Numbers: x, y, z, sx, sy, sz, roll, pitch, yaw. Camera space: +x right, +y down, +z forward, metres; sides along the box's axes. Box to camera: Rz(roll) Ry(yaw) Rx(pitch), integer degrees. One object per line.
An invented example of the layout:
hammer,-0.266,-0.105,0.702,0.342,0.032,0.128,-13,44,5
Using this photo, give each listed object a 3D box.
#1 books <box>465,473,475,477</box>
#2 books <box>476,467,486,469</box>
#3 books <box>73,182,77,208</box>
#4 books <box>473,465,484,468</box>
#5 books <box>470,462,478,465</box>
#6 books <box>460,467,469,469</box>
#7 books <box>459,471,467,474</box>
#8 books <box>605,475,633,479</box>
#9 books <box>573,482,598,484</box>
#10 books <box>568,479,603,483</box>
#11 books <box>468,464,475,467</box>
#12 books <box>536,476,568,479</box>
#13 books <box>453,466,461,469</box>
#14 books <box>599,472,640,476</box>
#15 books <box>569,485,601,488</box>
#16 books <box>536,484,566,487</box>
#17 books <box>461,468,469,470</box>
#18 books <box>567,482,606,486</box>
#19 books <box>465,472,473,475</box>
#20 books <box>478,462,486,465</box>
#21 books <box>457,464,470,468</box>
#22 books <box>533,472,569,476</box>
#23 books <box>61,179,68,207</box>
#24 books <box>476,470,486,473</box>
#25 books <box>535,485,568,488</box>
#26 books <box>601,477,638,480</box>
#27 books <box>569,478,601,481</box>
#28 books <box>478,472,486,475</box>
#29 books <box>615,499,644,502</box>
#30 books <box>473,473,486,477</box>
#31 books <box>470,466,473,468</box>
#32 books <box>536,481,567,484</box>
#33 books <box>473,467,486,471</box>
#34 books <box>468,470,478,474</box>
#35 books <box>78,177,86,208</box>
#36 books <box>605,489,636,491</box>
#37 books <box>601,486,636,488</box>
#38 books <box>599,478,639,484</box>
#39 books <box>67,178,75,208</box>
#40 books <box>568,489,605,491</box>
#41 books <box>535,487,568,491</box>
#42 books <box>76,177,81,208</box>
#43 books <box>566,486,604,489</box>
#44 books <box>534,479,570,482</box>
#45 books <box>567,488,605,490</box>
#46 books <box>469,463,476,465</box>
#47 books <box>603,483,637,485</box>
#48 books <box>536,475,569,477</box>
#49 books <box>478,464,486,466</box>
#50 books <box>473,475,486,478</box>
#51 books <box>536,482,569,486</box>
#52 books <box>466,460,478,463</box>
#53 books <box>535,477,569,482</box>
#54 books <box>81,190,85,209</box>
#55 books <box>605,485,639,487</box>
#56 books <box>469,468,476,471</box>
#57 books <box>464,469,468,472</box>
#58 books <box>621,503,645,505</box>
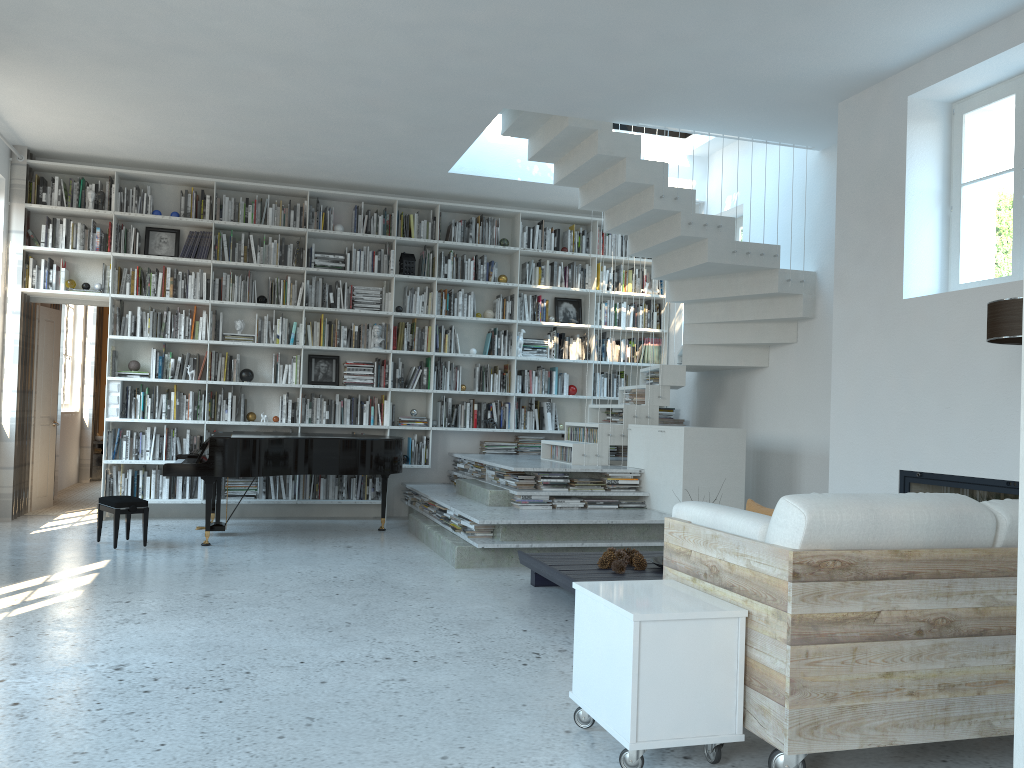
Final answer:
books,-0.319,0.855,8.345,0.183,0.012,0.296,3,-2,-18
books,-0.228,0.762,8.073,0.161,0.012,0.254,2,-2,-13
books,-3.921,-1.670,7.982,0.030,0.257,0.130,2,-1,-17
books,-0.234,0.752,8.071,0.187,0.009,0.261,3,-2,-18
books,-0.301,0.746,8.351,0.149,0.013,0.220,2,-2,-14
books,-0.397,0.818,8.640,0.163,0.008,0.295,3,-2,-19
books,-0.401,0.860,8.638,0.173,0.017,0.233,3,-2,-18
books,0.871,0.752,7.229,0.192,0.024,0.167,2,-2,-12
books,0.581,0.791,7.150,0.179,0.010,0.160,2,-2,-15
books,0.583,0.780,7.145,0.246,0.013,0.172,3,-2,-18
books,-0.308,0.766,8.349,0.167,0.008,0.234,3,-2,-18
books,0.313,0.743,7.074,0.221,0.018,0.154,2,-2,-16
books,-0.489,0.835,8.916,0.175,0.017,0.265,2,-2,-14
books,0.875,0.733,7.219,0.285,0.013,0.181,3,-2,-22
books,0.582,0.818,7.142,0.214,0.015,0.177,2,-2,-16
books,0.309,0.807,7.078,0.207,0.012,0.131,3,-2,-21
books,-0.394,0.826,8.640,0.152,0.009,0.259,3,-2,-20
books,0.587,0.803,7.128,0.273,0.014,0.187,3,-2,-22
books,-0.323,0.843,8.344,0.190,0.012,0.235,3,-2,-19
books,-0.219,0.721,8.076,0.139,0.028,0.262,2,-2,-12
books,-0.410,0.798,8.636,0.189,0.030,0.237,3,-2,-20
books,0.310,0.718,7.086,0.261,0.016,0.128,3,-2,-18
books,-3.990,-1.677,7.926,0.057,0.262,0.190,2,-2,-17
books,-0.223,0.794,8.074,0.159,0.018,0.203,3,-2,-19
books,0.310,0.820,7.073,0.227,0.013,0.148,3,-2,-19
books,0.872,0.770,7.221,0.261,0.012,0.179,2,-2,-13
books,0.585,0.767,7.139,0.203,0.011,0.173,3,-2,-22
books,-0.212,0.812,8.077,0.138,0.017,0.237,3,-2,-18
books,0.942,0.938,7.147,0.215,0.007,0.130,2,-2,-15
books,-0.234,0.827,8.071,0.178,0.014,0.247,3,-2,-19
books,-0.298,0.790,8.352,0.150,0.013,0.215,2,-2,-17
books,0.314,0.782,7.066,0.210,0.012,0.168,2,-2,-16
books,-0.231,0.777,8.072,0.179,0.017,0.293,2,-2,-16
books,-0.314,0.826,8.347,0.164,0.023,0.242,2,-2,-13
books,-3.877,-1.697,7.992,0.029,0.314,0.129,2,-1,-17
books,0.868,0.858,7.225,0.220,0.011,0.177,3,-2,-19
books,0.864,0.836,7.241,0.262,0.016,0.132,3,-2,-22
books,0.869,0.791,7.228,0.284,0.030,0.177,2,-2,-16
books,-3.948,-1.685,7.955,0.039,0.282,0.181,2,-1,-17
books,0.582,0.848,7.138,0.291,0.007,0.174,2,-2,-14
books,0.314,0.833,7.059,0.216,0.015,0.177,3,-2,-19
books,-3.895,-1.693,7.976,0.014,0.304,0.145,2,-1,-17
books,0.577,0.833,7.157,0.293,0.014,0.134,3,-2,-20
books,0.313,0.772,7.069,0.260,0.009,0.153,2,-2,-14
books,0.583,0.842,7.137,0.287,0.005,0.165,2,-2,-12
books,-0.302,0.757,8.351,0.160,0.010,0.179,2,-2,-17
books,0.866,0.813,7.236,0.268,0.014,0.160,3,-2,-18
books,0.316,0.730,7.066,0.228,0.009,0.159,3,-2,-21
books,-0.208,0.742,8.079,0.128,0.013,0.296,3,-2,-19
books,-0.241,0.839,8.068,0.182,0.011,0.253,2,-2,-13
books,0.316,0.795,7.056,0.215,0.013,0.189,3,-2,-18
books,-0.313,0.732,8.348,0.165,0.015,0.243,3,-2,-22
books,0.320,0.759,7.049,0.230,0.015,0.190,2,-2,-12
books,-3.851,-1.633,7.988,0.024,0.187,0.159,2,-2,-17
books,0.872,0.824,7.217,0.281,0.008,0.181,2,-2,-12
books,-0.302,0.806,8.350,0.154,0.018,0.221,3,-2,-18
books,-0.382,0.842,8.644,0.131,0.021,0.240,2,-2,-15
books,0.943,0.959,7.141,0.225,0.007,0.133,2,-2,-13
